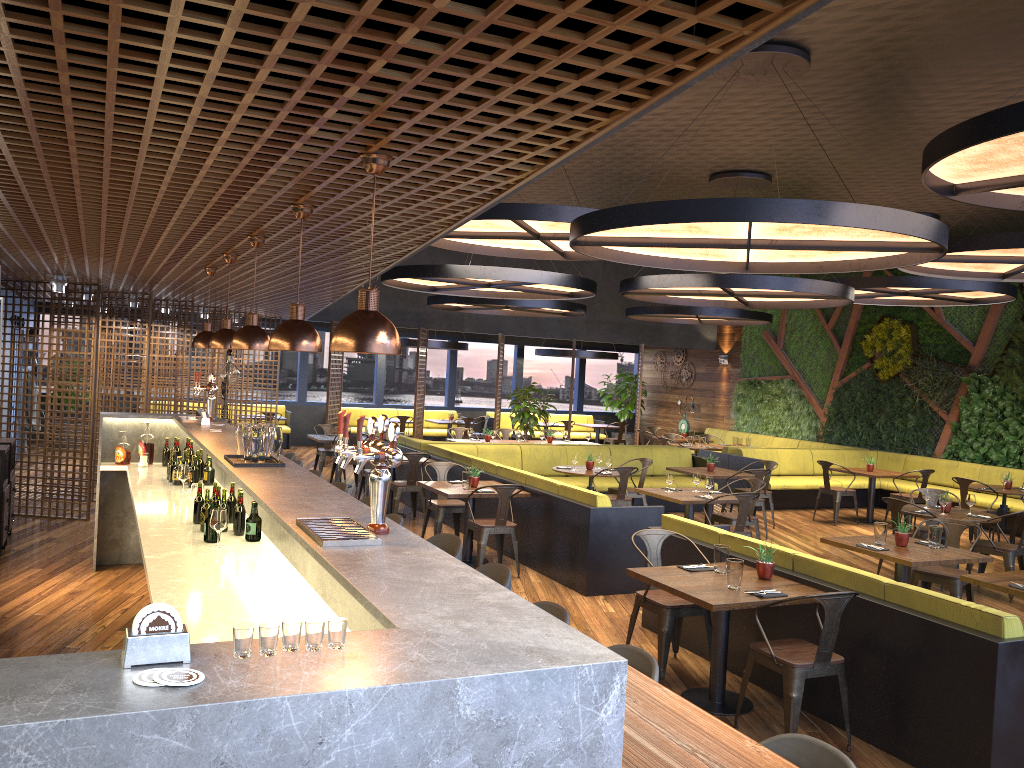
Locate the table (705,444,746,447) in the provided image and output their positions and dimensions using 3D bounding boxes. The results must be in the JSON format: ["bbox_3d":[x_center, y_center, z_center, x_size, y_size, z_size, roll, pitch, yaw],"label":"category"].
[{"bbox_3d":[4.272,1.573,16.836,0.887,0.763,0.906,3,1,-25],"label":"table"}]

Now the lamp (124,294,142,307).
[{"bbox_3d":[-5.132,-1.118,12.004,0.228,0.172,0.228,3,1,-25],"label":"lamp"}]

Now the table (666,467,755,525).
[{"bbox_3d":[2.706,1.568,12.072,0.887,0.763,0.906,3,1,-25],"label":"table"}]

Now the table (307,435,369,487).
[{"bbox_3d":[-2.721,1.231,14.047,0.887,0.763,0.906,3,1,-25],"label":"table"}]

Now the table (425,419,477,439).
[{"bbox_3d":[-1.379,1.209,19.621,0.906,0.763,0.887,3,1,-25],"label":"table"}]

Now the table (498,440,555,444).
[{"bbox_3d":[0.280,1.380,15.126,0.906,0.763,0.887,3,1,-25],"label":"table"}]

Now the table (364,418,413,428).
[{"bbox_3d":[-2.644,1.149,19.022,0.887,0.763,0.906,3,1,-25],"label":"table"}]

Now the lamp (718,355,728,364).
[{"bbox_3d":[4.879,-0.571,20.582,0.189,0.215,0.215,3,1,-25],"label":"lamp"}]

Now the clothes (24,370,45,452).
[{"bbox_3d":[-8.684,0.495,16.126,0.401,1.494,0.423,3,1,-29],"label":"clothes"}]

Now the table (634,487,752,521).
[{"bbox_3d":[1.929,1.568,9.613,0.906,0.763,0.887,3,1,-25],"label":"table"}]

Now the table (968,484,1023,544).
[{"bbox_3d":[6.596,1.788,11.909,1.007,0.760,1.007,4,1,32],"label":"table"}]

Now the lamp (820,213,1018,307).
[{"bbox_3d":[5.717,-1.819,12.769,2.778,1.159,2.778,2,1,-35],"label":"lamp"}]

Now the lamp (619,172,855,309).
[{"bbox_3d":[2.755,-1.774,10.878,2.778,1.475,2.778,4,1,24],"label":"lamp"}]

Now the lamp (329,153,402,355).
[{"bbox_3d":[-0.484,-0.442,3.039,0.250,0.673,0.250,2,1,-38],"label":"lamp"}]

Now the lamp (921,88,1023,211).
[{"bbox_3d":[3.865,-1.787,4.987,2.778,1.159,2.778,3,1,10],"label":"lamp"}]

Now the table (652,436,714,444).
[{"bbox_3d":[3.509,1.504,18.342,0.887,0.763,0.906,3,1,-25],"label":"table"}]

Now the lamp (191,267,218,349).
[{"bbox_3d":[-2.541,-0.633,7.432,0.250,0.673,0.250,3,1,7],"label":"lamp"}]

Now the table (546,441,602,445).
[{"bbox_3d":[1.095,1.418,15.515,0.906,0.763,0.887,3,1,-25],"label":"table"}]

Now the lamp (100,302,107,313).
[{"bbox_3d":[-6.692,-1.249,14.505,0.228,0.172,0.228,3,1,-25],"label":"lamp"}]

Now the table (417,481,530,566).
[{"bbox_3d":[-0.428,1.444,9.162,0.887,0.763,0.906,3,1,-25],"label":"table"}]

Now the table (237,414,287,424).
[{"bbox_3d":[-5.085,1.032,17.874,0.887,0.763,0.906,3,1,-25],"label":"table"}]

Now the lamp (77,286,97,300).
[{"bbox_3d":[-5.190,-1.101,10.818,0.228,0.172,0.228,3,1,-25],"label":"lamp"}]

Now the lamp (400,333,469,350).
[{"bbox_3d":[-1.888,-1.877,19.406,1.979,2.172,1.979,4,1,20],"label":"lamp"}]

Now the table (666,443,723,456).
[{"bbox_3d":[3.429,1.533,16.440,0.887,0.763,0.906,3,1,-25],"label":"table"}]

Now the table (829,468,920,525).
[{"bbox_3d":[5.418,1.697,13.348,0.887,0.763,0.906,3,1,-25],"label":"table"}]

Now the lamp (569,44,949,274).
[{"bbox_3d":[1.874,-1.753,6.867,2.778,1.475,2.778,4,1,29],"label":"lamp"}]

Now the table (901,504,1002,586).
[{"bbox_3d":[4.523,1.718,9.278,1.007,0.760,1.007,2,1,-38],"label":"table"}]

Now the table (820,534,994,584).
[{"bbox_3d":[3.104,1.678,7.069,0.887,0.763,0.906,3,1,-25],"label":"table"}]

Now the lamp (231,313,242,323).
[{"bbox_3d":[-4.846,-1.165,15.595,0.228,0.172,0.228,3,1,-25],"label":"lamp"}]

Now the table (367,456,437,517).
[{"bbox_3d":[-1.572,1.338,11.606,0.887,0.763,0.906,3,1,-25],"label":"table"}]

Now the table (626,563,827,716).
[{"bbox_3d":[1.313,1.605,5.516,0.906,0.763,0.887,3,1,-25],"label":"table"}]

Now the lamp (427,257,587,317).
[{"bbox_3d":[-0.054,-2.011,15.481,2.778,1.475,2.778,3,1,-25],"label":"lamp"}]

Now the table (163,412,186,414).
[{"bbox_3d":[-6.351,0.972,17.278,0.887,0.763,0.906,3,1,-25],"label":"table"}]

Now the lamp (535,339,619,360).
[{"bbox_3d":[1.591,-1.713,21.042,1.979,2.172,1.979,2,1,-40],"label":"lamp"}]

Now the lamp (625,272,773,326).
[{"bbox_3d":[3.622,-1.910,17.119,2.778,1.362,2.778,4,1,29],"label":"lamp"}]

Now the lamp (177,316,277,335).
[{"bbox_3d":[-5.573,-2.053,17.672,1.979,2.172,1.979,3,1,-19],"label":"lamp"}]

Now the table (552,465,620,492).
[{"bbox_3d":[0.998,1.485,11.391,1.007,0.760,1.007,3,1,12],"label":"table"}]

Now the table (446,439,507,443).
[{"bbox_3d":[-0.540,1.341,14.740,0.906,0.763,0.887,3,1,-25],"label":"table"}]

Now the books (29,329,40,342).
[{"bbox_3d":[-8.783,-0.899,16.298,0.177,0.245,0.450,3,1,-25],"label":"books"}]

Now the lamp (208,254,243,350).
[{"bbox_3d":[-2.029,-0.585,6.338,0.250,0.673,0.250,3,1,7],"label":"lamp"}]

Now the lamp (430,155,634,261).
[{"bbox_3d":[0.311,-2.060,9.303,2.778,1.159,2.778,4,1,25],"label":"lamp"}]

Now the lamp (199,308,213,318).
[{"bbox_3d":[-4.981,-1.151,14.366,0.228,0.172,0.228,3,1,-25],"label":"lamp"}]

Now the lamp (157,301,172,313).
[{"bbox_3d":[-5.146,-1.139,13.154,0.228,0.172,0.228,3,1,-25],"label":"lamp"}]

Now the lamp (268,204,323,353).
[{"bbox_3d":[-0.990,-0.489,4.119,0.250,0.673,0.250,3,1,7],"label":"lamp"}]

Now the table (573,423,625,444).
[{"bbox_3d":[2.057,1.372,21.233,0.887,0.763,0.906,3,1,-25],"label":"table"}]

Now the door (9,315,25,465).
[{"bbox_3d":[-7.808,0.127,13.947,0.052,2.386,2.441,3,1,-25],"label":"door"}]

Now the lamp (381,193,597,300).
[{"bbox_3d":[-0.259,-1.952,11.474,2.778,1.475,2.778,3,1,-21],"label":"lamp"}]

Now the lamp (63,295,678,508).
[{"bbox_3d":[-1.959,0.304,13.589,9.057,2.714,3.017,3,1,-25],"label":"lamp"}]

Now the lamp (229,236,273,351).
[{"bbox_3d":[-1.540,-0.540,5.294,0.250,0.673,0.250,3,1,7],"label":"lamp"}]

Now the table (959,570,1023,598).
[{"bbox_3d":[3.654,1.729,5.897,0.906,0.763,0.887,3,1,-25],"label":"table"}]

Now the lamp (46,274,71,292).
[{"bbox_3d":[-4.740,-1.049,9.270,0.228,0.172,0.228,3,1,-25],"label":"lamp"}]

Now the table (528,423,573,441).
[{"bbox_3d":[0.790,1.312,20.641,0.906,0.763,0.887,3,1,-25],"label":"table"}]

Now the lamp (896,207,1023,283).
[{"bbox_3d":[5.447,-1.769,9.048,2.778,1.159,2.778,4,1,42],"label":"lamp"}]
